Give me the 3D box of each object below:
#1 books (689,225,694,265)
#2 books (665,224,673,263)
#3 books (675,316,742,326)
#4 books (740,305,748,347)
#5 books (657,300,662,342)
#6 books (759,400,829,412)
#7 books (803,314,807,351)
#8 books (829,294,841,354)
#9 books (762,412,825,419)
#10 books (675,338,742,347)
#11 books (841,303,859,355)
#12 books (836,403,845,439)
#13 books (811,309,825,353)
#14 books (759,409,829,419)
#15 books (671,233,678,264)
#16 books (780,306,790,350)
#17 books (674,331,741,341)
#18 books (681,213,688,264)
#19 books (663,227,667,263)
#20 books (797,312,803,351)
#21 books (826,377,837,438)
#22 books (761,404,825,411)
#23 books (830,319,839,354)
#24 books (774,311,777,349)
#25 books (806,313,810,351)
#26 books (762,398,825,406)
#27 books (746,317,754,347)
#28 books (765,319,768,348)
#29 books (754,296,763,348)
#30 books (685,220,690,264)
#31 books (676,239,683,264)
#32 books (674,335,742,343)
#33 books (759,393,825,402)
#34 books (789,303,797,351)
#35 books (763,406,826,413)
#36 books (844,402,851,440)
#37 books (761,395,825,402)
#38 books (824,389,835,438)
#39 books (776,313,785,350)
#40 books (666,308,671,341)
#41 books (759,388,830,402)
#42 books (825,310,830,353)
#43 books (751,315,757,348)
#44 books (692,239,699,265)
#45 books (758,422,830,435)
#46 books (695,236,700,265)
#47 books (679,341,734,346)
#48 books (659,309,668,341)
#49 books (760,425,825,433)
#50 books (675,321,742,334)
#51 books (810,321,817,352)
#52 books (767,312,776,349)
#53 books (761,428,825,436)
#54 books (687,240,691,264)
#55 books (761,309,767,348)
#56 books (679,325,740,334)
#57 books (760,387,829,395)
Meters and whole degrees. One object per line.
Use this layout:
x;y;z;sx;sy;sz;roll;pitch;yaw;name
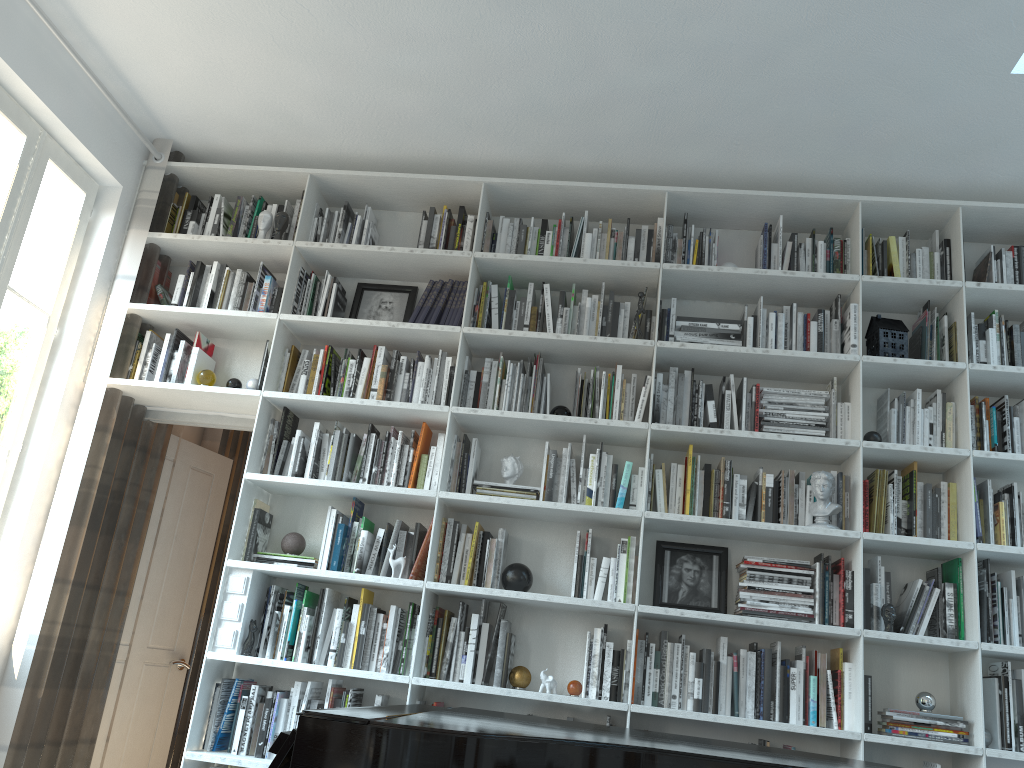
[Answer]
0.822;-0.578;4.092;0.011;0.264;0.164;5;-18;7;books
0.720;-0.580;4.104;0.026;0.252;0.186;5;-18;7;books
0.881;-0.254;3.998;0.285;0.024;0.160;5;-19;7;books
1.028;-0.205;3.953;0.012;0.253;0.161;5;-18;7;books
0.660;-0.231;4.013;0.012;0.253;0.161;5;-18;7;books
1.206;0.114;3.837;0.285;0.012;0.160;5;-19;6;books
1.280;-0.173;3.918;0.010;0.229;0.153;5;-18;7;books
1.426;-0.211;3.916;0.012;0.333;0.156;5;-18;7;books
1.200;0.159;3.822;0.254;0.012;0.161;4;-19;8;books
0.867;-0.159;3.960;0.285;0.012;0.160;6;-19;5;books
1.448;-0.184;3.836;0.037;0.236;0.273;5;-18;7;books
1.384;0.200;3.785;0.029;0.198;0.172;5;-18;7;books
1.341;-0.180;3.903;0.032;0.247;0.174;5;-18;7;books
1.201;0.146;3.821;0.285;0.012;0.160;4;-19;10;books
0.744;-0.560;4.115;0.023;0.227;0.157;5;-18;7;books
1.208;-0.194;3.951;0.029;0.272;0.141;5;-18;7;books
0.871;-0.188;3.964;0.285;0.024;0.160;3;-19;12;books
0.795;-0.610;4.127;0.014;0.339;0.145;5;-18;7;books
0.703;-0.576;4.125;0.012;0.253;0.161;5;-18;7;books
1.251;-0.176;3.909;0.023;0.222;0.191;5;-18;7;books
1.370;0.143;3.809;0.012;0.318;0.140;5;-18;7;books
1.204;0.124;3.831;0.254;0.012;0.161;4;-19;9;books
1.397;-0.154;3.890;0.029;0.202;0.192;5;-18;7;books
1.157;-0.187;3.943;0.012;0.243;0.132;5;-18;7;books
1.290;-0.175;3.911;0.012;0.229;0.159;5;-18;7;books
1.206;0.099;3.833;0.254;0.012;0.161;3;-19;12;books
1.042;-0.174;3.936;0.025;0.187;0.194;5;-18;7;books
1.117;-0.171;3.944;0.011;0.203;0.134;5;-18;7;books
1.088;-0.220;3.934;0.011;0.283;0.191;5;-18;7;books
0.804;-0.590;4.114;0.010;0.295;0.153;5;-18;7;books
0.765;-0.547;4.095;0.026;0.194;0.167;5;-18;7;books
0.869;-0.170;3.966;0.285;0.012;0.160;5;-19;6;books
1.210;0.078;3.851;0.254;0.012;0.161;5;-19;7;books
1.232;-0.197;3.928;0.023;0.268;0.185;5;-18;7;books
1.202;0.135;3.825;0.254;0.012;0.161;6;-19;5;books
1.414;0.201;3.788;0.030;0.204;0.159;5;-18;7;books
1.208;0.088;3.843;0.254;0.012;0.161;4;-19;9;books
1.353;0.167;3.786;0.012;0.253;0.161;5;-18;7;books
1.175;-0.177;3.928;0.028;0.218;0.184;5;-18;7;books
0.697;-0.213;3.996;0.013;0.217;0.141;5;-18;7;books
1.210;0.063;3.844;0.285;0.012;0.160;6;-19;3;books
1.373;-0.179;3.916;0.029;0.260;0.133;5;-18;7;books
1.071;-0.179;3.966;0.024;0.222;0.129;5;-18;7;books
0.836;-0.540;4.091;0.023;0.195;0.173;5;-18;7;books
1.194;0.203;3.803;0.285;0.012;0.160;6;-19;5;books
0.855;-0.550;4.114;0.006;0.232;0.136;5;-18;8;books
0.866;-0.148;3.956;0.254;0.012;0.161;6;-19;5;books
0.675;-0.211;3.983;0.027;0.200;0.168;5;-18;7;books
1.193;0.216;3.803;0.254;0.012;0.161;5;-19;6;books
0.878;-0.232;3.986;0.285;0.024;0.160;4;-19;9;books
1.308;-0.154;3.898;0.029;0.187;0.176;5;-18;7;books
1.135;-0.180;3.930;0.027;0.215;0.191;5;-18;7;books
1.192;0.228;3.802;0.254;0.012;0.161;5;-19;7;books
0.810;-0.542;4.110;0.011;0.204;0.146;5;-18;7;books
1.103;-0.192;3.940;0.021;0.236;0.172;5;-18;7;books
0.874;-0.211;3.974;0.254;0.025;0.161;6;-19;4;books
1.212;0.054;3.854;0.285;0.012;0.160;4;-19;9;books
